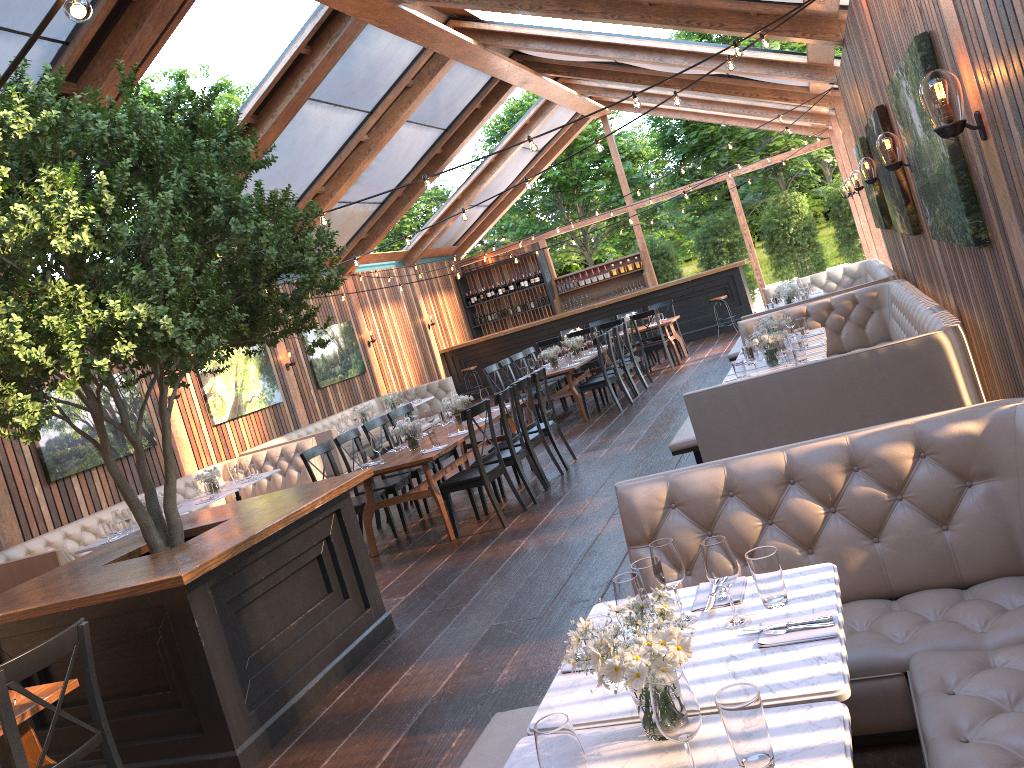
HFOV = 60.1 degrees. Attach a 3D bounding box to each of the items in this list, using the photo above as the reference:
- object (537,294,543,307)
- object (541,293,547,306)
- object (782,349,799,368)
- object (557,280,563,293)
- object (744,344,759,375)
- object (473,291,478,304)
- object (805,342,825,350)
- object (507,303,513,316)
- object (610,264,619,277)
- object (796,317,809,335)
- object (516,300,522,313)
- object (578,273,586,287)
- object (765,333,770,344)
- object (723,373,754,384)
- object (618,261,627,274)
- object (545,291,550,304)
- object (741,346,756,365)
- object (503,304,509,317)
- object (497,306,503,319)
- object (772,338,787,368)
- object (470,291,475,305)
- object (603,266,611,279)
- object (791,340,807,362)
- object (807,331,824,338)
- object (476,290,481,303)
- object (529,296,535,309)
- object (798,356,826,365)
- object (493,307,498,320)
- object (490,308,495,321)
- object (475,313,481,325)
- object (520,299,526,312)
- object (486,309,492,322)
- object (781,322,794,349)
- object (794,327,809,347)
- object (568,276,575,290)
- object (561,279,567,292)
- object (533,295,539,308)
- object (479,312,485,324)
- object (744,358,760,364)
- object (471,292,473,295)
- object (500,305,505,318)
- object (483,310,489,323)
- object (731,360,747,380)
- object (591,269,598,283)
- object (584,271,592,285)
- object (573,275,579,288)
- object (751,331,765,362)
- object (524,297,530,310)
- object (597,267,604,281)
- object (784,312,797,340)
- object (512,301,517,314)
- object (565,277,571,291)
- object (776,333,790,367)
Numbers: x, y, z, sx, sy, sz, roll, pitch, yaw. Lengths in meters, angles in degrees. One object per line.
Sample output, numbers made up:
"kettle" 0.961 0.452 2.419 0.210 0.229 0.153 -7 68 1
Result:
"object" 0.645 -1.984 20.891 0.094 0.308 0.095 -17 1 17
"object" 0.735 -2.007 20.843 0.094 0.308 0.095 -16 1 22
"object" 2.014 -0.166 6.369 0.091 0.158 0.092 -17 2 7
"object" 1.128 -2.322 21.007 0.093 0.318 0.095 -16 1 21
"object" 1.810 -0.171 6.625 0.093 0.244 0.092 -18 2 -21
"object" -0.891 -2.092 21.400 0.076 0.306 0.078 -16 2 37
"object" 2.447 -0.303 7.281 0.253 0.019 0.159 -15 5 21
"object" -0.072 -1.787 21.135 0.094 0.308 0.094 -17 1 2
"object" 2.368 -2.638 20.512 0.175 0.288 0.110 -16 2 16
"object" 2.700 -0.532 8.205 0.091 0.158 0.092 -17 2 7
"object" 0.147 -1.849 21.081 0.094 0.308 0.095 -16 1 18
"object" 1.630 -2.452 20.799 0.137 0.310 0.139 -16 2 25
"object" 2.412 -0.461 8.401 0.092 0.158 0.091 -18 2 -33
"object" 1.745 -0.047 6.786 0.253 0.019 0.159 -15 5 21
"object" 2.550 -2.690 20.465 0.175 0.288 0.110 -16 2 26
"object" 0.839 -2.038 20.841 0.095 0.308 0.093 -18 2 -43
"object" 1.974 -0.239 7.357 0.091 0.158 0.092 -17 2 7
"object" -0.162 -1.764 21.188 0.094 0.308 0.095 -16 1 22
"object" -0.310 -1.729 21.301 0.094 0.308 0.095 -17 1 17
"object" 1.975 -0.209 6.483 0.093 0.244 0.092 -18 2 -21
"object" -0.963 -2.088 21.457 0.087 0.334 0.087 -17 1 1
"object" 2.194 -2.605 20.587 0.137 0.310 0.139 -16 2 25
"object" 2.187 -0.249 6.726 0.091 0.158 0.092 -17 2 7
"object" 2.698 -0.443 8.021 0.253 0.019 0.159 -15 5 21
"object" -0.818 -2.111 21.349 0.077 0.309 0.077 -17 1 -1
"object" 0.457 -1.934 20.977 0.095 0.308 0.094 -17 1 -15
"object" 2.193 -0.163 6.553 0.253 0.019 0.159 -15 5 21
"object" -0.412 -1.697 21.296 0.093 0.308 0.095 -16 2 42
"object" -0.476 -1.685 21.384 0.095 0.308 0.094 -17 1 -15
"object" -0.831 -1.584 21.457 0.094 0.308 0.095 -16 1 26
"object" 0.259 -1.881 21.064 0.095 0.308 0.093 -18 2 -42
"object" -0.560 -1.661 21.400 0.094 0.308 0.095 -16 1 18
"object" 2.320 -0.393 7.412 0.093 0.244 0.092 -18 2 -21
"object" 2.442 -0.389 7.451 0.091 0.158 0.092 -17 2 7
"object" 1.394 -2.391 20.871 0.093 0.318 0.095 -17 1 16
"object" 1.212 -2.342 20.945 0.093 0.318 0.095 -16 2 36
"object" 0.561 -1.964 20.954 0.093 0.308 0.095 -16 2 42
"object" -0.746 -1.607 21.434 0.094 0.308 0.094 -17 1 -14
"object" 2.005 -0.190 7.530 0.253 0.019 0.159 -15 5 21
"object" -0.943 -2.094 21.585 0.077 0.312 0.078 -17 1 16
"object" -0.228 -1.750 21.254 0.095 0.308 0.093 -18 2 -43
"object" -0.645 -1.638 21.435 0.095 0.308 0.093 -18 2 -42
"object" 1.707 -0.094 6.614 0.091 0.158 0.092 -17 2 7
"object" 1.911 -2.527 20.680 0.137 0.310 0.139 -16 2 25
"object" 1.770 -2.489 20.740 0.137 0.310 0.139 -16 2 21
"object" 1.494 -2.420 20.851 0.093 0.318 0.095 -16 2 31
"object" 2.069 -0.315 7.389 0.093 0.244 0.092 -18 2 -21
"object" 0.351 -1.903 20.990 0.094 0.308 0.094 -17 1 -14
"object" 2.045 -2.563 20.622 0.137 0.310 0.139 -16 2 15
"object" 2.577 -0.535 8.159 0.091 0.244 0.093 -16 2 24
"object" 0.044 -1.822 21.139 0.094 0.308 0.095 -16 1 21
"object" 1.314 -2.372 20.939 0.093 0.318 0.095 -17 1 16
"object" 2.068 -0.256 6.705 0.093 0.244 0.092 -18 2 -21
